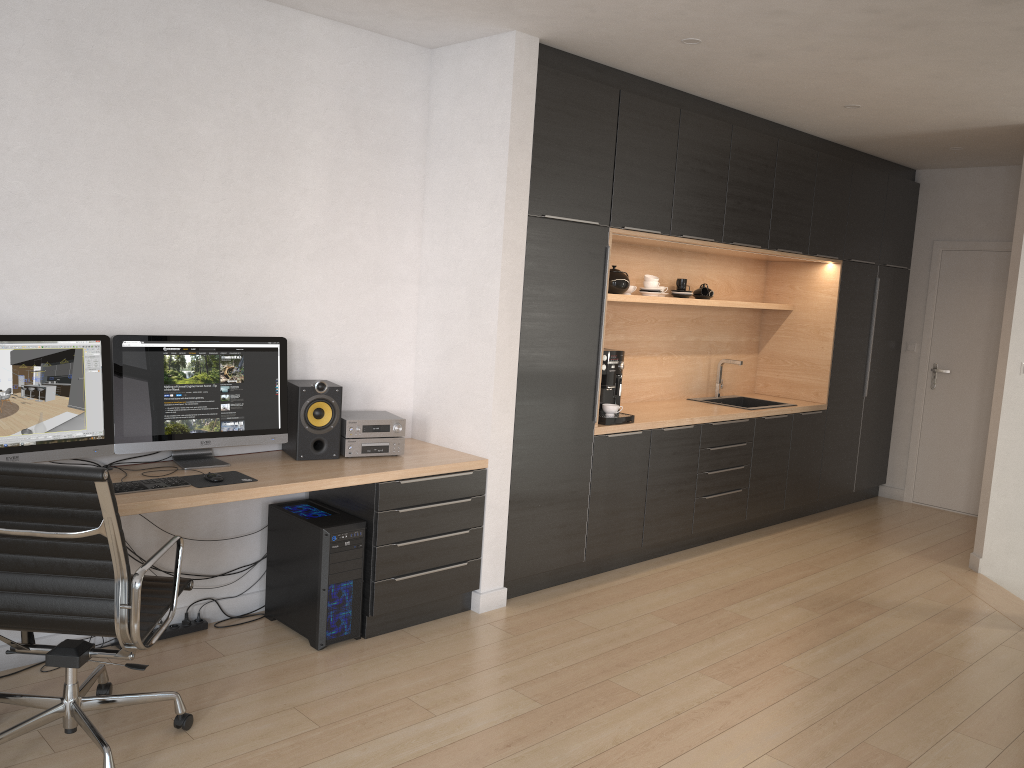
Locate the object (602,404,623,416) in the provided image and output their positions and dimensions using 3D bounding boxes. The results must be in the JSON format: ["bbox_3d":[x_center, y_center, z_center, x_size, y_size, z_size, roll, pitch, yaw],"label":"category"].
[{"bbox_3d":[0.547,0.145,4.922,0.095,0.057,0.099,-2,9,-41],"label":"object"}]

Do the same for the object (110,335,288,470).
[{"bbox_3d":[-1.281,0.067,3.669,0.716,0.535,0.190,-2,8,-39],"label":"object"}]

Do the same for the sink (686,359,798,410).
[{"bbox_3d":[1.626,0.099,6.249,0.626,0.518,0.512,-3,9,-44],"label":"sink"}]

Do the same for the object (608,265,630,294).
[{"bbox_3d":[0.613,-0.629,5.348,0.240,0.171,0.213,3,7,-8],"label":"object"}]

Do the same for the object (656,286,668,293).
[{"bbox_3d":[0.948,-0.608,5.779,0.099,0.057,0.095,10,9,43],"label":"object"}]

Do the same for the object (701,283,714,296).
[{"bbox_3d":[1.330,-0.640,6.053,0.066,0.093,0.100,-1,8,-34],"label":"object"}]

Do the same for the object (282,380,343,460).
[{"bbox_3d":[-0.901,0.145,3.997,0.198,0.354,0.249,0,7,-29],"label":"object"}]

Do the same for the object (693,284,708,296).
[{"bbox_3d":[1.279,-0.633,6.015,0.066,0.093,0.100,0,7,-29],"label":"object"}]

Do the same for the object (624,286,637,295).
[{"bbox_3d":[0.724,-0.587,5.543,0.099,0.057,0.095,4,6,3],"label":"object"}]

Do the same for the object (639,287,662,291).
[{"bbox_3d":[0.867,-0.587,5.553,0.145,0.025,0.145,8,8,32],"label":"object"}]

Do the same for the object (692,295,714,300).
[{"bbox_3d":[1.297,-0.590,6.035,0.145,0.025,0.145,-2,9,-42],"label":"object"}]

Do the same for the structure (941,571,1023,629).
[{"bbox_3d":[3.910,2.629,3.470,2.823,4.339,4.190,4,6,1],"label":"structure"}]

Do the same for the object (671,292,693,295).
[{"bbox_3d":[1.115,-0.589,5.819,0.145,0.025,0.145,0,8,-31],"label":"object"}]

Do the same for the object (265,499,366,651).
[{"bbox_3d":[-0.866,0.826,3.905,0.215,0.527,0.474,-3,9,-44],"label":"object"}]

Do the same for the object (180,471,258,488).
[{"bbox_3d":[-1.145,0.370,3.446,0.250,0.002,0.200,-3,9,-44],"label":"object"}]

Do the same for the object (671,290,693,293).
[{"bbox_3d":[1.112,-0.601,5.817,0.145,0.025,0.145,0,8,-31],"label":"object"}]

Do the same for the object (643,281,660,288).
[{"bbox_3d":[0.868,-0.612,5.554,0.095,0.057,0.099,6,7,18],"label":"object"}]

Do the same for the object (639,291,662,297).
[{"bbox_3d":[0.865,-0.563,5.555,0.145,0.025,0.145,8,8,32],"label":"object"}]

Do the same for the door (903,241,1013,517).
[{"bbox_3d":[3.644,-0.026,6.872,0.085,2.136,0.974,-3,9,-44],"label":"door"}]

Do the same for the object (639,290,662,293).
[{"bbox_3d":[0.866,-0.574,5.557,0.145,0.025,0.145,8,8,32],"label":"object"}]

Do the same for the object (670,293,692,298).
[{"bbox_3d":[1.110,-0.577,5.820,0.145,0.025,0.145,0,8,-31],"label":"object"}]

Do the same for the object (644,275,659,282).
[{"bbox_3d":[0.870,-0.646,5.546,0.095,0.075,0.098,0,8,-33],"label":"object"}]

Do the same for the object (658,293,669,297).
[{"bbox_3d":[0.947,-0.584,5.781,0.145,0.025,0.145,0,8,-31],"label":"object"}]

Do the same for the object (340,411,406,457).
[{"bbox_3d":[-0.679,0.233,4.145,0.285,0.174,0.270,0,7,-29],"label":"object"}]

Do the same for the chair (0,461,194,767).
[{"bbox_3d":[-1.411,0.678,2.825,0.664,0.991,0.699,4,7,6],"label":"chair"}]

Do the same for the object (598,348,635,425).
[{"bbox_3d":[0.539,-0.016,5.169,0.618,0.398,0.584,-2,9,-44],"label":"object"}]

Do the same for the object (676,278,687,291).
[{"bbox_3d":[1.110,-0.643,5.807,0.066,0.092,0.084,5,7,14],"label":"object"}]

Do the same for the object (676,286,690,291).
[{"bbox_3d":[1.143,-0.625,5.959,0.066,0.092,0.084,-1,8,-38],"label":"object"}]
